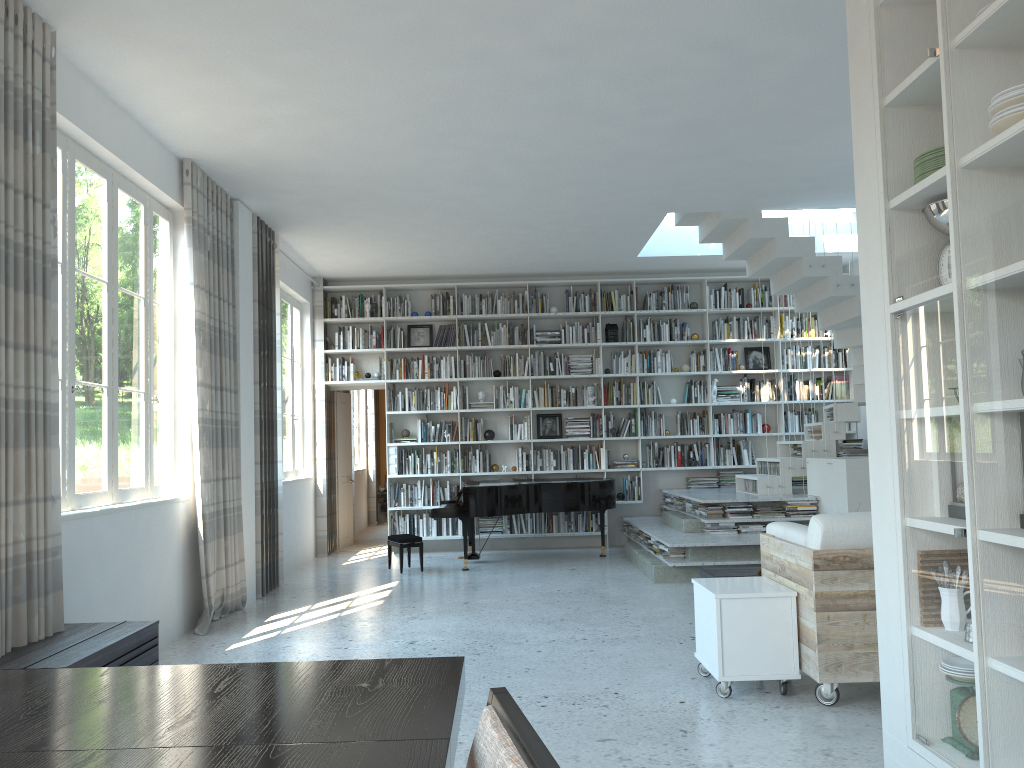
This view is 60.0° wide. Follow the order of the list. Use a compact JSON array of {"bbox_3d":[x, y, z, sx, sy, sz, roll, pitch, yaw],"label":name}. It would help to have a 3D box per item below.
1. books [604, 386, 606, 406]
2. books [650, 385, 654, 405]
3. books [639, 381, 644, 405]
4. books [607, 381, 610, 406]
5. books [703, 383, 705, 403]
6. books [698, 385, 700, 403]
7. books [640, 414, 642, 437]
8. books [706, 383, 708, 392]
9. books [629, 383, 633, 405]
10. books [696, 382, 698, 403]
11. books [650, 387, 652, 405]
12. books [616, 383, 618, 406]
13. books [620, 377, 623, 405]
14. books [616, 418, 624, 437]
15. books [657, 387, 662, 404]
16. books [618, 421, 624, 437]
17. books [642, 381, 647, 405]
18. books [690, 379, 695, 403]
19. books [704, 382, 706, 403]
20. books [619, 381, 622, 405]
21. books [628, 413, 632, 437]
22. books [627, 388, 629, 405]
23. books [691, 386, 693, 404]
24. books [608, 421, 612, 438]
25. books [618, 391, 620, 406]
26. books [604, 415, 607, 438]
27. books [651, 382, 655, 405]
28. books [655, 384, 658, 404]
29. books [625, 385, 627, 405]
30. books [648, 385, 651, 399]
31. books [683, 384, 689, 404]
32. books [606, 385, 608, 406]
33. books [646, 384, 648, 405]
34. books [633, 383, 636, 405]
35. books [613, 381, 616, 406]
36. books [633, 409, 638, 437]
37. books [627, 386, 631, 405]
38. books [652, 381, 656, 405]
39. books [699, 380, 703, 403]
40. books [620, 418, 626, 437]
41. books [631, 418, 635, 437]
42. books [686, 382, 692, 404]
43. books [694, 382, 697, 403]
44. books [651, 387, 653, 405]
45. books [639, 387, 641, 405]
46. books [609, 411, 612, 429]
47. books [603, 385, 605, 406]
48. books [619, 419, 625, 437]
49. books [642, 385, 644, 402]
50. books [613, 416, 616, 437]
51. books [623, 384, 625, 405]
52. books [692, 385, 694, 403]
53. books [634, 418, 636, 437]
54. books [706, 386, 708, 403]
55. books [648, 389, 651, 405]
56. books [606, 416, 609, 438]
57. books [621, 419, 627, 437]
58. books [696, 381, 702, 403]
[{"bbox_3d":[1.099,0.147,10.514,0.014,0.244,0.145,-2,-4,-1],"label":"books"},{"bbox_3d":[1.657,0.133,10.517,0.017,0.242,0.132,-2,-4,-1],"label":"books"},{"bbox_3d":[1.524,0.113,10.504,0.035,0.287,0.191,-2,-4,-1],"label":"books"},{"bbox_3d":[1.143,0.121,10.502,0.035,0.293,0.145,-2,-4,-1],"label":"books"},{"bbox_3d":[2.261,0.116,10.523,0.013,0.244,0.158,-2,-4,-1],"label":"books"},{"bbox_3d":[2.194,0.127,10.507,0.012,0.224,0.178,-2,-4,-1],"label":"books"},{"bbox_3d":[1.515,0.491,10.484,0.010,0.266,0.158,-2,-4,-1],"label":"books"},{"bbox_3d":[2.307,0.114,10.513,0.010,0.245,0.158,-2,-4,-1],"label":"books"},{"bbox_3d":[1.411,0.128,10.509,0.032,0.266,0.143,-2,-4,-1],"label":"books"},{"bbox_3d":[2.180,0.110,10.515,0.015,0.259,0.152,-2,-4,-1],"label":"books"},{"bbox_3d":[1.635,0.150,10.512,0.014,0.209,0.156,-2,-4,-1],"label":"books"},{"bbox_3d":[1.237,0.128,10.524,0.035,0.278,0.139,-2,-4,-1],"label":"books"},{"bbox_3d":[1.295,0.095,10.508,0.021,0.337,0.169,-2,-4,-1],"label":"books"},{"bbox_3d":[1.271,0.518,10.469,0.095,0.228,0.190,-2,-4,-1],"label":"books"},{"bbox_3d":[1.736,0.147,10.494,0.051,0.210,0.177,-2,-4,-1],"label":"books"},{"bbox_3d":[1.280,0.523,10.488,0.088,0.220,0.138,-2,-4,-1],"label":"books"},{"bbox_3d":[1.569,0.115,10.488,0.013,0.279,0.192,-2,-4,-1],"label":"books"},{"bbox_3d":[2.141,0.094,10.529,0.013,0.295,0.154,-2,-4,-1],"label":"books"},{"bbox_3d":[2.273,0.111,10.506,0.011,0.252,0.169,-2,-4,-1],"label":"books"},{"bbox_3d":[1.283,0.116,10.488,0.019,0.293,0.182,-2,-4,-1],"label":"books"},{"bbox_3d":[1.398,0.485,10.494,0.013,0.285,0.139,-2,-4,-1],"label":"books"},{"bbox_3d":[1.362,0.159,10.492,0.034,0.204,0.181,-2,-4,-1],"label":"books"},{"bbox_3d":[2.120,0.136,10.510,0.006,0.209,0.188,-2,-4,-1],"label":"books"},{"bbox_3d":[1.149,0.537,10.468,0.027,0.192,0.182,-2,-4,-1],"label":"books"},{"bbox_3d":[1.264,0.176,10.524,0.030,0.181,0.131,-2,-4,-1],"label":"books"},{"bbox_3d":[1.094,0.505,10.493,0.024,0.263,0.154,-2,-4,-1],"label":"books"},{"bbox_3d":[1.668,0.119,10.509,0.006,0.270,0.178,-2,-4,-1],"label":"books"},{"bbox_3d":[1.706,0.126,10.522,0.007,0.254,0.161,-2,-4,-1],"label":"books"},{"bbox_3d":[1.338,0.140,10.485,0.027,0.242,0.189,-2,-4,-1],"label":"books"},{"bbox_3d":[1.624,0.134,10.512,0.008,0.242,0.169,-2,-4,-1],"label":"books"},{"bbox_3d":[2.061,0.125,10.523,0.056,0.241,0.153,-2,-4,-1],"label":"books"},{"bbox_3d":[1.114,0.146,10.526,0.013,0.246,0.176,-2,-4,-1],"label":"books"},{"bbox_3d":[1.596,0.128,10.517,0.013,0.255,0.144,-2,-4,-1],"label":"books"},{"bbox_3d":[1.449,0.126,10.522,0.033,0.268,0.142,-2,-4,-1],"label":"books"},{"bbox_3d":[1.218,0.118,10.501,0.019,0.294,0.164,-2,-4,-1],"label":"books"},{"bbox_3d":[1.461,0.463,10.484,0.014,0.324,0.183,-2,-4,-1],"label":"books"},{"bbox_3d":[1.387,0.142,10.513,0.028,0.239,0.145,-2,-4,-1],"label":"books"},{"bbox_3d":[1.683,0.110,10.515,0.013,0.287,0.159,-2,-4,-1],"label":"books"},{"bbox_3d":[2.235,0.101,10.503,0.012,0.273,0.184,-2,-4,-1],"label":"books"},{"bbox_3d":[1.304,0.520,10.494,0.095,0.226,0.144,-2,-4,-1],"label":"books"},{"bbox_3d":[1.420,0.514,10.472,0.029,0.223,0.171,-2,-4,-1],"label":"books"},{"bbox_3d":[2.098,0.110,10.518,0.021,0.264,0.174,-2,-4,-1],"label":"books"},{"bbox_3d":[2.164,0.109,10.515,0.018,0.263,0.165,-2,-4,-1],"label":"books"},{"bbox_3d":[1.646,0.148,10.504,0.007,0.211,0.158,-2,-4,-1],"label":"books"},{"bbox_3d":[1.504,0.148,10.511,0.015,0.220,0.155,-2,-4,-1],"label":"books"},{"bbox_3d":[1.168,0.480,10.487,0.013,0.306,0.141,-2,-3,-1],"label":"books"},{"bbox_3d":[1.081,0.142,10.516,0.015,0.255,0.150,-2,-4,-1],"label":"books"},{"bbox_3d":[1.289,0.527,10.473,0.089,0.210,0.176,-2,-4,-1],"label":"books"},{"bbox_3d":[1.545,0.136,10.522,0.007,0.244,0.145,-2,-4,-1],"label":"books"},{"bbox_3d":[1.205,0.509,10.495,0.035,0.248,0.141,-2,-4,-1],"label":"books"},{"bbox_3d":[1.314,0.137,10.509,0.033,0.253,0.175,-2,-4,-1],"label":"books"},{"bbox_3d":[2.129,0.132,10.511,0.013,0.219,0.187,-2,-4,-1],"label":"books"},{"bbox_3d":[1.445,0.513,10.484,0.021,0.226,0.148,-2,-4,-1],"label":"books"},{"bbox_3d":[2.290,0.131,10.521,0.023,0.212,0.164,-2,-4,-1],"label":"books"},{"bbox_3d":[1.613,0.157,10.485,0.017,0.192,0.191,-2,-4,-1],"label":"books"},{"bbox_3d":[1.121,0.509,10.490,0.028,0.253,0.142,-2,-4,-1],"label":"books"},{"bbox_3d":[1.315,0.527,10.489,0.090,0.212,0.143,-2,-4,-1],"label":"books"},{"bbox_3d":[2.213,0.102,10.524,0.032,0.274,0.154,-2,-4,-1],"label":"books"}]
